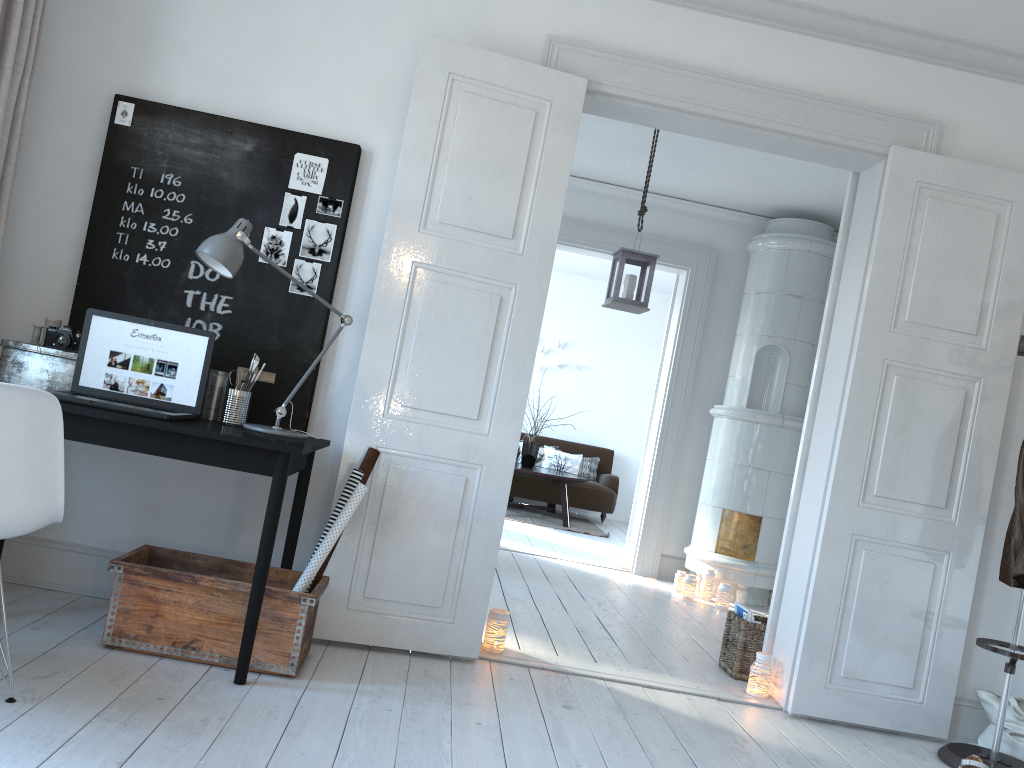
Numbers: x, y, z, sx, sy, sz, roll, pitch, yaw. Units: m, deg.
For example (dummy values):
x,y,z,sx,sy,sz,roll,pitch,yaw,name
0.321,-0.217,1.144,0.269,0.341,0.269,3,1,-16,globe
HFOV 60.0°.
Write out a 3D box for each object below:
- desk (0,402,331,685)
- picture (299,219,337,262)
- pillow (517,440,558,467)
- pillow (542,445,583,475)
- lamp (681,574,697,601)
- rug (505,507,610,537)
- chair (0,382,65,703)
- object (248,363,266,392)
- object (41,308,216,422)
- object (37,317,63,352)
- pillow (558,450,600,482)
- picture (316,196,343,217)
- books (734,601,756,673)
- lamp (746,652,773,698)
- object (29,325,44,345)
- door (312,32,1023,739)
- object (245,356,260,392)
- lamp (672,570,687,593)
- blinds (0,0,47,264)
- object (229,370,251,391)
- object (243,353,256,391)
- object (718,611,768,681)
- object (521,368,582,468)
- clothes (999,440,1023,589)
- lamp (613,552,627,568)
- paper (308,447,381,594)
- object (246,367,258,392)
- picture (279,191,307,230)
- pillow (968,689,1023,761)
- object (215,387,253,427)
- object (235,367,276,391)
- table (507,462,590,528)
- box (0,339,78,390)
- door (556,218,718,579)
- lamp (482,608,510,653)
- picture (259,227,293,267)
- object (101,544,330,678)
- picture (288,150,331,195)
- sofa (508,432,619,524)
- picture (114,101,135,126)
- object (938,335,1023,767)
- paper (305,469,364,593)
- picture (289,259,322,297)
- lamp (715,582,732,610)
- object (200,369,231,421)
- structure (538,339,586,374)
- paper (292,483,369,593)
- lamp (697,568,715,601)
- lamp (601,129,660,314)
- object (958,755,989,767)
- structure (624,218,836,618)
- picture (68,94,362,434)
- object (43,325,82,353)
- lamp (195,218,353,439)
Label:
x,y,z,sx,sy,sz,roll,pitch,yaw,name
-1.305,0.470,3.002,1.160,0.758,0.651,11,-2,-4,desk
-0.753,-0.560,3.445,0.121,0.152,0.002,11,-1,-4,picture
0.268,0.847,10.163,0.473,0.347,0.158,11,-1,-6,pillow
0.562,0.891,10.109,0.471,0.309,0.188,11,-1,-4,pillow
1.184,1.358,5.921,0.089,0.166,0.089,11,-1,-3,lamp
0.084,1.340,9.312,1.710,0.055,1.456,11,-2,-4,rug
-1.465,0.379,2.349,0.475,0.824,0.553,12,-2,-39,chair
-0.958,0.035,3.220,0.084,0.240,0.009,11,-1,-27,object
-1.268,-0.072,2.922,0.446,0.315,0.325,11,-2,-4,object
-1.652,-0.171,3.129,0.056,0.130,0.167,11,-2,-5,object
0.748,0.944,10.235,0.542,0.287,0.183,11,-1,-3,pillow
-0.709,-0.692,3.451,0.095,0.071,0.001,11,-1,-4,picture
1.139,1.197,4.134,0.201,0.300,0.179,11,-1,-4,books
1.054,1.234,3.761,0.093,0.179,0.092,11,-2,-21,lamp
-1.711,-0.176,3.191,0.040,0.069,0.040,11,-1,-16,object
0.707,-0.007,3.720,2.599,2.504,0.577,11,-1,-4,door
-0.971,0.020,3.234,0.012,0.264,0.062,10,-2,38,object
1.166,1.374,6.152,0.084,0.146,0.084,11,-1,0,lamp
-1.843,-0.600,2.906,0.225,2.646,0.831,11,-1,-4,blinds
-1.012,0.043,3.226,0.081,0.198,0.050,10,-1,21,object
-0.975,0.016,3.233,0.008,0.267,0.060,11,-1,13,object
1.146,1.232,4.134,0.270,0.265,0.224,11,-2,-4,object
0.384,0.372,9.252,0.847,1.065,0.525,12,-2,-33,object
2.001,0.407,3.301,0.237,0.770,0.212,10,-1,29,clothes
0.825,1.342,6.757,0.093,0.110,0.094,10,-2,13,lamp
-0.662,0.586,3.209,0.048,0.746,0.298,10,-2,41,paper
-0.971,0.042,3.224,0.009,0.221,0.083,10,-1,25,object
-0.850,-0.672,3.440,0.083,0.146,0.002,11,-1,-4,picture
2.061,1.356,3.544,0.317,0.314,0.273,11,-2,-3,pillow
-1.008,0.084,3.215,0.108,0.128,0.108,10,-2,11,object
-0.959,0.051,3.273,0.138,0.208,0.034,11,-1,-24,object
0.127,1.119,9.290,1.301,0.503,1.299,11,-2,-14,table
-1.641,-0.052,3.153,0.317,0.152,0.193,11,-2,-4,box
0.484,0.070,6.727,2.599,2.504,0.577,11,-1,-4,door
-0.065,1.021,3.668,0.089,0.166,0.089,11,-1,-11,lamp
-0.915,-0.530,3.433,0.107,0.150,0.001,11,-1,-4,picture
-0.999,0.770,3.022,0.665,0.282,0.339,11,-2,-4,object
-0.787,-0.823,3.445,0.147,0.154,0.004,11,-1,-4,picture
0.107,0.971,10.081,2.165,0.824,0.969,11,-2,-4,sofa
-1.484,-1.036,3.396,0.061,0.088,0.004,11,-1,-7,picture
1.968,0.648,3.367,0.374,1.658,0.375,11,-1,3,object
-0.691,0.621,3.136,0.043,0.668,0.267,10,-2,41,paper
-0.802,-0.414,3.441,0.103,0.136,0.001,11,-1,-4,picture
1.389,1.393,5.822,0.089,0.166,0.089,11,-1,-5,lamp
-1.097,0.045,3.281,0.079,0.188,0.079,11,-1,-25,object
0.382,-0.324,10.576,1.025,0.478,0.085,11,-1,-4,structure
-0.690,0.637,3.076,0.283,0.626,0.041,11,-1,-26,paper
1.333,1.370,6.065,0.098,0.210,0.098,11,-1,0,lamp
0.811,-1.295,5.086,0.228,1.761,0.228,11,-1,-7,lamp
1.611,1.351,3.109,0.099,0.125,0.273,10,-2,28,object
1.697,0.201,6.272,0.799,2.826,1.250,10,-2,41,structure
-1.168,-0.450,3.445,0.953,1.172,0.064,11,-1,-4,picture
-1.553,-0.160,3.069,0.137,0.087,0.073,11,-2,-4,object
-0.864,-0.188,3.161,0.618,0.715,0.229,12,-2,-33,lamp
